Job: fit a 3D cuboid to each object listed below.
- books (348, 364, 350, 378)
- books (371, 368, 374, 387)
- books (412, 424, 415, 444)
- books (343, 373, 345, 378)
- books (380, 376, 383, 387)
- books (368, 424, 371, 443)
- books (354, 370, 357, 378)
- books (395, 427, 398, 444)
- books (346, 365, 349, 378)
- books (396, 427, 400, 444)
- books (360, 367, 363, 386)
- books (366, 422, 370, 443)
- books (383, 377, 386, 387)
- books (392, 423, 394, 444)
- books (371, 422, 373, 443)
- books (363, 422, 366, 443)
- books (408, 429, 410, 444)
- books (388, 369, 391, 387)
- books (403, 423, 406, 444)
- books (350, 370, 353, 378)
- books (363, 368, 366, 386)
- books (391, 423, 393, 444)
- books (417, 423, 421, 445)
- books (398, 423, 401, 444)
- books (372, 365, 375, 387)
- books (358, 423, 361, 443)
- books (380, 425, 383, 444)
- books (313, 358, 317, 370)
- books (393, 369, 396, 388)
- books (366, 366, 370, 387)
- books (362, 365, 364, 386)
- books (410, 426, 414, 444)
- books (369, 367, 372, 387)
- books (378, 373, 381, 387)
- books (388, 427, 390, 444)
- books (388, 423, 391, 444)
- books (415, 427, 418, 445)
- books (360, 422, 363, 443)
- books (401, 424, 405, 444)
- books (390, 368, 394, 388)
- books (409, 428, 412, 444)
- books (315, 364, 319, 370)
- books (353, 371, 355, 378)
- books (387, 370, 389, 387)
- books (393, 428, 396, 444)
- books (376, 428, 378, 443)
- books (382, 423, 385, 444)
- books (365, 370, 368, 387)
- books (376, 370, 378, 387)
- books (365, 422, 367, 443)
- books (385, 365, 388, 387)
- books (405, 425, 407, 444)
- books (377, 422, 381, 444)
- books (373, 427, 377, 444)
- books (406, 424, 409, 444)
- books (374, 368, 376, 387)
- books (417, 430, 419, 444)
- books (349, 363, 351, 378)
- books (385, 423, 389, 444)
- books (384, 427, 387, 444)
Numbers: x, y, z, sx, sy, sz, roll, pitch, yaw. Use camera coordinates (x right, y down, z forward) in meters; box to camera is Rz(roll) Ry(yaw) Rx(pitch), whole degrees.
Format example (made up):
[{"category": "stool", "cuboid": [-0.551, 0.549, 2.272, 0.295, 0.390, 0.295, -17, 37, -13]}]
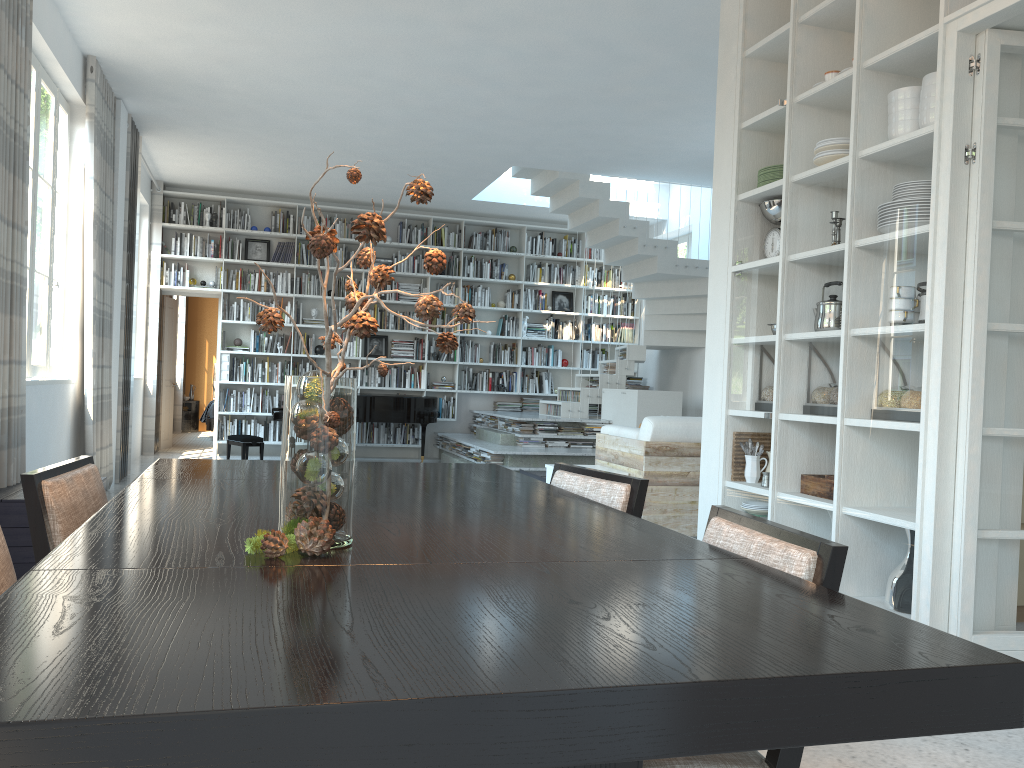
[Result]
[{"category": "books", "cuboid": [-2.088, -0.116, 11.303, 0.010, 0.277, 0.155, 2, 1, -16]}, {"category": "books", "cuboid": [-1.799, -0.088, 11.372, 0.027, 0.245, 0.179, 2, 0, -16]}, {"category": "books", "cuboid": [-1.284, 0.652, 11.537, 0.013, 0.256, 0.176, 2, 0, -16]}, {"category": "books", "cuboid": [-2.138, -0.106, 11.285, 0.012, 0.254, 0.161, 2, 0, -16]}, {"category": "books", "cuboid": [-1.688, -0.079, 11.400, 0.029, 0.238, 0.165, 2, 0, -16]}, {"category": "books", "cuboid": [-1.833, 0.634, 11.395, 0.022, 0.247, 0.143, 2, 1, -16]}, {"category": "books", "cuboid": [-2.001, -0.074, 11.323, 0.024, 0.201, 0.158, 2, 0, -16]}, {"category": "books", "cuboid": [-1.495, 0.669, 11.464, 0.010, 0.206, 0.180, 2, 0, -16]}, {"category": "books", "cuboid": [-2.102, -0.112, 11.284, 0.027, 0.269, 0.159, 2, 1, -16]}, {"category": "books", "cuboid": [-1.477, 0.667, 11.474, 0.029, 0.210, 0.170, 2, 0, -16]}, {"category": "books", "cuboid": [-1.937, -0.093, 11.345, 0.029, 0.244, 0.154, 2, 0, -16]}, {"category": "books", "cuboid": [-1.856, 0.601, 11.376, 0.034, 0.311, 0.170, 2, 1, -16]}, {"category": "books", "cuboid": [-1.651, -0.057, 11.409, 0.023, 0.196, 0.165, 2, 0, -16]}, {"category": "books", "cuboid": [-1.555, 0.638, 11.470, 0.024, 0.262, 0.131, 2, 1, -16]}, {"category": "books", "cuboid": [-1.804, 0.620, 11.403, 0.012, 0.276, 0.154, 2, 1, -16]}, {"category": "books", "cuboid": [-1.898, 0.623, 11.374, 0.025, 0.263, 0.145, 2, 1, -16]}, {"category": "books", "cuboid": [-1.353, 0.682, 11.525, 0.024, 0.191, 0.155, 2, 0, -16]}, {"category": "books", "cuboid": [-1.580, -0.074, 11.444, 0.031, 0.237, 0.159, 2, 0, -16]}, {"category": "books", "cuboid": [-1.400, 0.617, 11.490, 0.013, 0.317, 0.186, 2, 1, -16]}, {"category": "books", "cuboid": [-2.054, -0.086, 11.300, 0.029, 0.221, 0.153, 2, 0, -16]}, {"category": "books", "cuboid": [-1.895, -0.086, 11.338, 0.027, 0.234, 0.167, 2, 0, -16]}, {"category": "books", "cuboid": [-1.568, 0.624, 11.450, 0.014, 0.288, 0.184, 2, 0, -16]}, {"category": "books", "cuboid": [-1.193, 0.649, 11.498, 0.038, 0.269, 0.277, 2, 0, -16]}, {"category": "books", "cuboid": [-1.456, 0.627, 11.480, 0.011, 0.293, 0.184, 2, 0, -16]}, {"category": "books", "cuboid": [-1.778, -0.105, 11.374, 0.013, 0.282, 0.166, 2, 1, -16]}, {"category": "books", "cuboid": [-1.953, 0.624, 11.338, 0.026, 0.256, 0.183, 2, 0, -16]}, {"category": "books", "cuboid": [-1.693, 0.646, 11.433, 0.030, 0.234, 0.138, 2, 1, -16]}, {"category": "books", "cuboid": [-2.498, -0.158, 11.166, 0.050, 0.328, 0.166, 2, 1, -16]}, {"category": "books", "cuboid": [-1.525, -0.076, 11.447, 0.026, 0.245, 0.191, 2, 0, -16]}, {"category": "books", "cuboid": [-1.853, -0.113, 11.380, 0.027, 0.290, 0.140, 2, 1, -16]}, {"category": "books", "cuboid": [-1.915, -0.108, 11.343, 0.011, 0.275, 0.145, 2, 1, -16]}, {"category": "books", "cuboid": [-1.306, 0.665, 11.539, 0.028, 0.227, 0.162, 2, 0, -16]}, {"category": "books", "cuboid": [-1.828, -0.090, 11.382, 0.024, 0.247, 0.132, 2, 1, -16]}, {"category": "books", "cuboid": [-1.715, -0.053, 11.385, 0.029, 0.184, 0.174, 2, 0, -16]}, {"category": "books", "cuboid": [-1.602, 0.661, 11.449, 0.022, 0.213, 0.167, 2, 0, -16]}, {"category": "books", "cuboid": [-1.580, 0.600, 11.444, 0.014, 0.336, 0.182, 2, 1, -16]}, {"category": "books", "cuboid": [-1.263, 0.672, 11.537, 0.029, 0.218, 0.191, 2, 0, -16]}, {"category": "books", "cuboid": [-1.933, 0.603, 11.343, 0.014, 0.301, 0.184, 2, 1, -16]}, {"category": "books", "cuboid": [-1.428, 0.649, 11.478, 0.044, 0.251, 0.187, 2, 0, -16]}, {"category": "books", "cuboid": [-1.557, -0.082, 11.466, 0.025, 0.254, 0.136, 2, 1, -16]}, {"category": "books", "cuboid": [-1.327, 0.676, 11.521, 0.022, 0.205, 0.191, 2, 0, -16]}, {"category": "books", "cuboid": [-2.462, -0.123, 11.176, 0.027, 0.261, 0.163, 2, 0, -16]}, {"category": "books", "cuboid": [-2.031, -0.072, 11.328, 0.031, 0.194, 0.142, 2, 0, -16]}, {"category": "books", "cuboid": [-1.608, -0.067, 11.443, 0.025, 0.220, 0.140, 2, 0, -16]}, {"category": "books", "cuboid": [-1.527, 0.664, 11.488, 0.040, 0.212, 0.129, 2, 1, -16]}, {"category": "books", "cuboid": [-1.750, 0.662, 11.426, 0.030, 0.197, 0.143, 2, 0, -16]}, {"category": "books", "cuboid": [-1.664, 0.634, 11.441, 0.028, 0.261, 0.132, 2, 1, -16]}, {"category": "books", "cuboid": [-1.874, -0.072, 11.357, 0.024, 0.208, 0.170, 2, 0, -16]}, {"category": "books", "cuboid": [-1.740, -0.071, 11.382, 0.023, 0.217, 0.174, 2, 0, -16]}, {"category": "books", "cuboid": [-1.877, 0.587, 11.369, 0.012, 0.337, 0.144, 2, 1, -16]}, {"category": "books", "cuboid": [-1.629, -0.104, 11.427, 0.026, 0.292, 0.152, 2, 1, -16]}, {"category": "books", "cuboid": [-1.389, 0.657, 11.519, 0.028, 0.239, 0.140, 2, 1, -16]}, {"category": "books", "cuboid": [-1.718, 0.615, 11.423, 0.026, 0.294, 0.155, 2, 1, -16]}, {"category": "books", "cuboid": [-1.769, 0.657, 11.389, 0.028, 0.206, 0.174, 2, 0, -16]}, {"category": "books", "cuboid": [-1.365, 0.648, 11.510, 0.011, 0.258, 0.171, 2, 0, -16]}, {"category": "books", "cuboid": [-1.767, -0.086, 11.397, 0.021, 0.244, 0.141, 2, 1, -16]}, {"category": "books", "cuboid": [-1.242, 0.691, 11.556, 0.023, 0.182, 0.148, 2, 0, -16]}, {"category": "books", "cuboid": [-2.075, -0.122, 11.302, 0.014, 0.291, 0.131, 2, 1, -16]}, {"category": "books", "cuboid": [-1.616, 0.624, 11.439, 0.013, 0.285, 0.184, 2, 0, -16]}, {"category": "books", "cuboid": [-1.639, 0.664, 11.447, 0.024, 0.203, 0.144, 2, 0, -16]}]
